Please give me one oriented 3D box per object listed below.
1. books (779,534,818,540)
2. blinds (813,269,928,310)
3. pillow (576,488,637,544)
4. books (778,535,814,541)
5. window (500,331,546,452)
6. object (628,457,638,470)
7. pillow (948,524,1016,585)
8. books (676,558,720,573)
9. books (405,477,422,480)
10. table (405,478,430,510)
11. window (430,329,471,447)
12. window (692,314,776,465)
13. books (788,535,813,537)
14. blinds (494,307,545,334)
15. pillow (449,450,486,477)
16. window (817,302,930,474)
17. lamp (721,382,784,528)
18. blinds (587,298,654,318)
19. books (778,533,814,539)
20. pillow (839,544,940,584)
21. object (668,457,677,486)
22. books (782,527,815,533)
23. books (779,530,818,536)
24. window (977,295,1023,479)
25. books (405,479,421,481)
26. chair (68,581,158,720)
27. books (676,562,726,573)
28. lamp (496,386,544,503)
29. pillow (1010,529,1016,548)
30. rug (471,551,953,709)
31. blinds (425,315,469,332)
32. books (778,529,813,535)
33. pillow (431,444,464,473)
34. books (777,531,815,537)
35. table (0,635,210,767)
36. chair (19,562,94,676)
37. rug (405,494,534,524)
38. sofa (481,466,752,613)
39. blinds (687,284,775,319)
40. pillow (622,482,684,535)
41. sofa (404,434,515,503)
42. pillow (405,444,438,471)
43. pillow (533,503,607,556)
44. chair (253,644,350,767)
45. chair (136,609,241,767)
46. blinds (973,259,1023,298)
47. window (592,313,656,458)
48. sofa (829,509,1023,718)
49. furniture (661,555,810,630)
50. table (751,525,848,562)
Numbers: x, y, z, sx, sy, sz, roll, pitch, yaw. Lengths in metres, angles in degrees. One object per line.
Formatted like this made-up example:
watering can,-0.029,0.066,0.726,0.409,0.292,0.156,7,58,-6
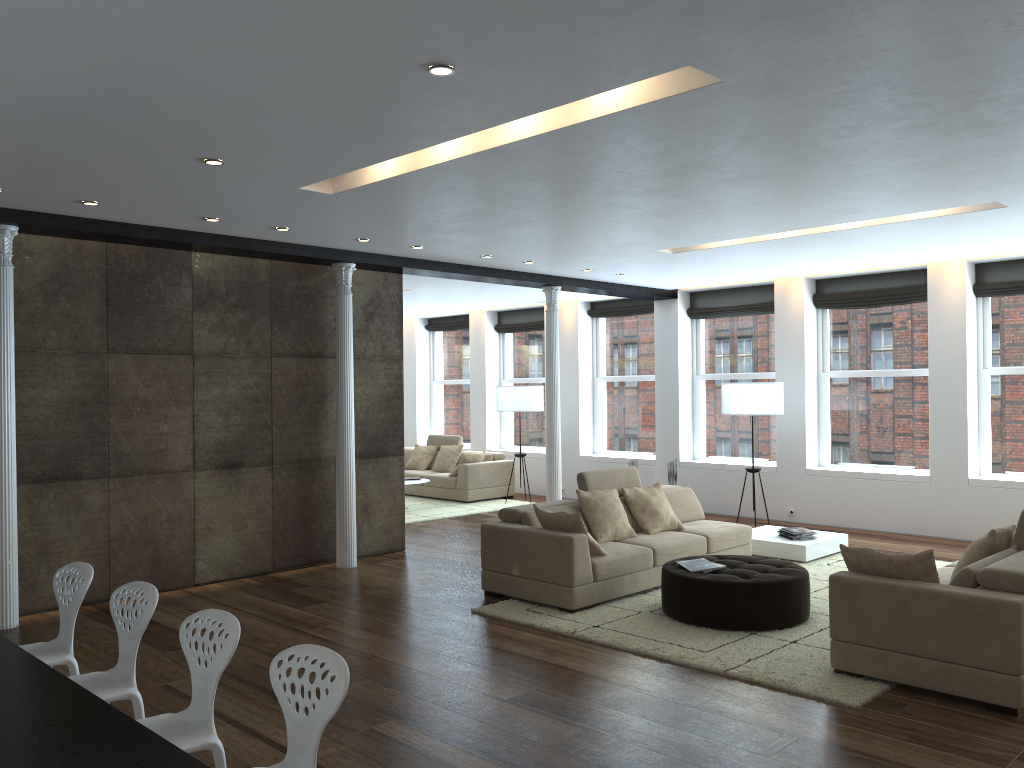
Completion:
books,2.823,1.500,8.749,0.220,0.010,0.300,0,0,-25
blinds,4.265,-1.108,10.475,0.156,0.424,1.439,0,-1,-45
pillow,0.812,1.114,7.605,0.534,0.439,0.301,0,0,-41
books,2.798,1.510,8.745,0.220,0.010,0.300,-1,0,-10
window,0.283,-0.032,14.562,0.123,2.400,1.345,0,-1,-45
object,1.594,1.346,11.645,0.458,0.781,0.458,-1,-1,44
pillow,2.912,1.078,5.498,0.301,0.439,0.534,-1,0,42
books,1.355,1.323,6.479,0.220,0.040,0.301,-1,0,-10
books,-1.462,1.348,12.644,0.300,0.010,0.220,0,0,-30
table,-1.661,1.560,12.433,1.022,0.393,1.022,-1,0,-1
window,-0.984,-0.010,15.833,0.123,2.400,1.444,0,-1,-45
window,3.022,-0.078,11.815,0.123,2.400,1.432,0,-1,-45
books,2.822,1.481,8.749,0.220,0.010,0.300,-1,0,5
blinds,0.228,-1.046,14.525,0.156,0.393,1.342,0,-1,-45
pillow,-0.657,1.188,13.329,0.395,0.393,0.518,-1,0,42
window,4.319,-0.101,10.514,0.123,2.400,1.442,0,-1,-45
lamp,2.796,0.848,10.290,0.698,1.728,0.698,0,0,-21
blinds,1.687,-1.130,13.061,0.156,0.275,1.396,0,-1,-45
books,2.798,1.490,8.745,0.220,0.010,0.300,-1,0,-10
pillow,2.205,1.105,5.130,0.518,0.393,0.395,-1,0,42
object,2.077,1.339,11.468,0.458,0.781,0.458,-1,-1,44
books,2.822,1.442,8.750,0.220,0.010,0.300,-1,0,-5
books,2.822,1.461,8.749,0.220,0.010,0.300,0,0,-30
window,5.619,-0.123,9.210,0.123,2.400,1.443,0,-1,-45
books,-1.458,1.358,12.619,0.300,0.010,0.220,-1,0,-10
chair,-1.814,1.300,3.739,0.581,0.835,0.495,0,-1,-45
books,1.380,1.330,6.484,0.219,0.031,0.300,0,0,-30
lamp,0.122,0.892,12.973,0.698,1.728,0.698,0,0,-21
pillow,3.345,1.087,5.948,0.368,0.416,0.519,-1,0,41
rug,2.241,1.690,7.144,4.231,0.020,2.972,0,-1,-45
blinds,-1.038,-1.084,15.795,0.156,0.275,1.442,0,-1,-45
books,2.797,1.452,8.745,0.220,0.010,0.300,-1,0,-10
pillow,-1.026,1.175,14.035,0.534,0.439,0.301,-1,0,42
books,2.797,1.471,8.745,0.220,0.010,0.300,0,0,-20
table,-2.216,1.350,2.848,1.200,0.733,3.400,0,-1,-45
chair,-2.319,1.309,4.218,0.581,0.835,0.495,0,-1,-45
rug,-2.117,1.776,13.323,2.972,0.020,4.231,0,-1,-45
sofa,1.003,1.242,7.774,2.581,0.950,1.021,0,-1,-45
blinds,2.956,-1.092,11.767,0.183,0.395,1.431,0,-1,-45
pillow,1.264,1.122,8.037,0.519,0.416,0.368,0,0,-40
sofa,-1.212,1.307,14.206,1.018,0.950,2.581,0,-1,-45
pillow,-1.476,1.193,14.469,0.519,0.416,0.368,-1,0,41
pillow,0.442,1.135,6.899,0.395,0.393,0.518,0,0,-41
chair,-0.808,1.283,2.710,0.581,0.835,0.495,0,-1,-45
chair,-1.300,1.291,3.210,0.581,0.835,0.495,0,-1,-45
blinds,5.565,-1.137,9.172,0.156,0.393,1.442,0,-1,-45
window,1.743,-0.057,13.098,0.123,2.400,1.391,0,-1,-45
sofa,3.083,1.207,5.687,2.581,0.950,1.021,0,-1,-45
furniture,1.630,1.506,6.506,1.057,0.355,1.057,0,-1,-43
table,2.748,1.601,8.925,0.900,0.170,0.900,0,-1,-45
